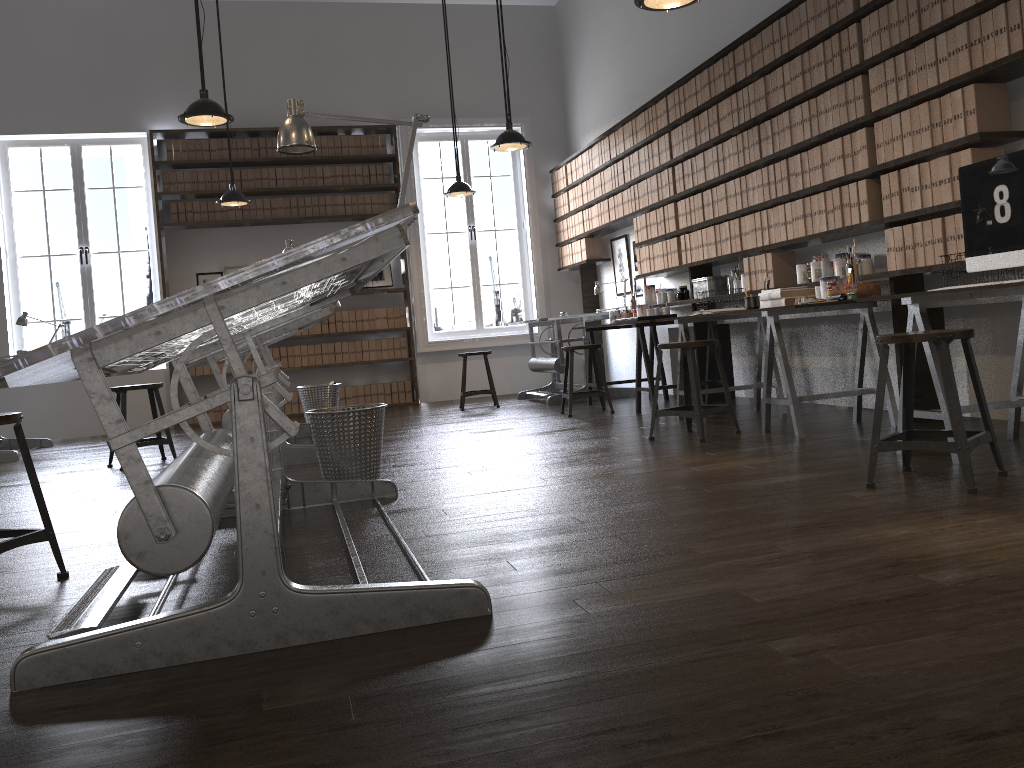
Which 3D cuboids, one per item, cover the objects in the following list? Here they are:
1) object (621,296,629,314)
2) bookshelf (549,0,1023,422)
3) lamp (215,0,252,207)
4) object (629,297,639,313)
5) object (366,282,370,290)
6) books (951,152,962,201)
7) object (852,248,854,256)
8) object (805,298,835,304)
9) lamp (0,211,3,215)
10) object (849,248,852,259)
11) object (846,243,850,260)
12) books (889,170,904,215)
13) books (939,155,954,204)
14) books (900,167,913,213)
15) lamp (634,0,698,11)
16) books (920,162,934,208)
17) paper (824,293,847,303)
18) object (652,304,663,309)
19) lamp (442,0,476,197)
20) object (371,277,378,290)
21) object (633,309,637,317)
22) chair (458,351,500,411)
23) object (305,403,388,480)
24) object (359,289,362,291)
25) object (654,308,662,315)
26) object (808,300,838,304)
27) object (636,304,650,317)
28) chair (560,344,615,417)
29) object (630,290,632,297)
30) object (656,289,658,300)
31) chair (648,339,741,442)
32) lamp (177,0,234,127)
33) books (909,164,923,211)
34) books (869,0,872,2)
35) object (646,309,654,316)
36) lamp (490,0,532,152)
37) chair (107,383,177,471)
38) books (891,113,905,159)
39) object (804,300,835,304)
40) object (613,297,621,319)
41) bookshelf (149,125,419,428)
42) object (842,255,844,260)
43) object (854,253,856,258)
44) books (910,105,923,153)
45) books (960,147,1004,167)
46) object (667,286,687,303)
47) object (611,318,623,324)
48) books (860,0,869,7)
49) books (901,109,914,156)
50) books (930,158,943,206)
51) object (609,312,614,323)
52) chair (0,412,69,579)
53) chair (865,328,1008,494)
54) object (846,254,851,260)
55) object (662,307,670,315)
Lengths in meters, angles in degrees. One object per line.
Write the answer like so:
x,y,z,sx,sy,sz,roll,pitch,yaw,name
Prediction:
0.968,-0.640,7.591,0.068,0.237,0.069,-5,0,-17,object
1.864,-0.703,5.467,0.374,3.205,9.177,-5,3,-14,bookshelf
-2.572,-2.726,7.892,0.313,2.252,0.310,-5,0,-35,lamp
1.154,-0.683,7.402,0.344,0.146,0.077,-4,1,8,object
-1.557,-1.142,9.435,0.118,0.304,0.040,-5,0,-14,object
2.114,-0.950,4.058,0.175,0.225,0.066,-5,0,-14,books
1.759,-0.612,4.561,0.006,0.182,0.053,-5,0,28,object
1.570,-0.422,4.507,0.171,0.017,0.011,-2,3,44,object
-4.517,-2.537,7.386,0.313,2.252,0.310,-5,0,-35,lamp
1.747,-0.609,4.546,0.008,0.186,0.071,-5,0,28,object
1.744,-0.622,4.565,0.007,0.214,0.055,-5,0,-8,object
2.005,-0.962,4.466,0.175,0.226,0.067,-5,0,-14,books
2.093,-0.952,4.121,0.175,0.226,0.067,-5,0,-14,books
2.029,-0.960,4.394,0.175,0.225,0.066,-5,0,-14,books
0.590,-2.782,3.817,0.312,2.252,0.311,-5,0,10,lamp
2.064,-0.956,4.257,0.174,0.225,0.066,-5,0,-14,books
1.605,-0.432,4.493,0.137,0.038,0.155,-5,3,0,paper
1.188,-0.580,7.207,0.094,0.128,0.095,-5,1,-10,object
-0.589,-2.919,8.400,0.313,2.252,0.310,-5,0,-35,lamp
-1.495,-1.128,9.479,0.110,0.262,0.040,-5,0,-14,object
1.019,-0.562,7.281,0.049,0.112,0.049,-5,0,-18,object
-0.322,-0.032,8.179,0.358,0.528,0.372,-5,1,-6,chair
-0.703,0.291,3.850,0.353,0.378,0.353,-5,1,7,object
-1.600,-1.066,9.385,0.066,0.166,0.040,-5,0,-14,object
1.170,-0.559,7.081,0.062,0.093,0.063,-4,1,35,object
1.578,-0.415,4.496,0.157,0.005,0.005,-2,3,41,object
1.072,-0.578,7.226,0.104,0.141,0.105,-5,1,-22,object
0.551,-0.031,6.742,0.358,0.528,0.372,-5,1,-6,chair
1.014,-0.696,7.428,0.008,0.186,0.071,-5,0,-13,object
1.262,-0.748,7.598,0.051,0.139,0.050,-5,0,-17,object
0.974,0.033,4.813,0.359,0.528,0.371,-6,1,-41,chair
-1.861,-2.643,5.118,0.312,2.252,0.311,-5,0,6,lamp
2.042,-0.958,4.324,0.174,0.225,0.066,-5,0,-14,books
1.903,-2.058,4.509,0.175,0.226,0.067,-5,0,-14,books
1.114,-0.557,7.123,0.062,0.094,0.062,-4,1,26,object
-0.101,-2.863,6.515,0.313,2.252,0.310,-5,0,-35,lamp
-2.401,0.270,5.722,0.372,0.528,0.358,-5,1,-36,chair
1.995,-1.235,4.419,0.175,0.226,0.067,-5,0,-14,books
1.564,-0.419,4.511,0.156,0.006,0.006,-4,1,6,object
0.900,-0.629,7.574,0.068,0.229,0.069,-5,0,-17,object
-2.332,-0.810,9.366,2.476,3.723,0.412,-5,0,-14,bookshelf
1.881,-0.664,5.002,0.030,0.135,0.004,-5,0,-19,object
1.765,-0.595,4.543,0.005,0.157,0.006,-5,0,39,object
2.032,-1.231,4.288,0.175,0.225,0.066,-5,0,-14,books
2.128,-0.948,3.996,0.175,0.225,0.066,-5,0,-14,books
1.354,-0.713,7.186,0.107,0.161,0.236,-4,2,41,object
0.873,-0.517,7.261,0.132,0.050,0.197,-4,3,15,object
1.889,-2.060,4.582,0.175,0.225,0.066,-5,0,-14,books
2.015,-1.233,4.349,0.175,0.225,0.066,-5,0,-14,books
2.082,-0.954,4.188,0.175,0.225,0.066,-5,0,-14,books
0.875,-0.568,7.638,0.068,0.104,0.068,-5,1,-10,object
-1.592,0.363,2.594,0.358,0.528,0.372,-5,1,14,chair
1.449,0.083,3.065,0.357,0.528,0.372,-4,1,44,chair
1.741,-0.596,4.554,0.037,0.153,0.008,-5,0,35,object
1.228,-0.563,7.048,0.061,0.094,0.062,-4,1,35,object
